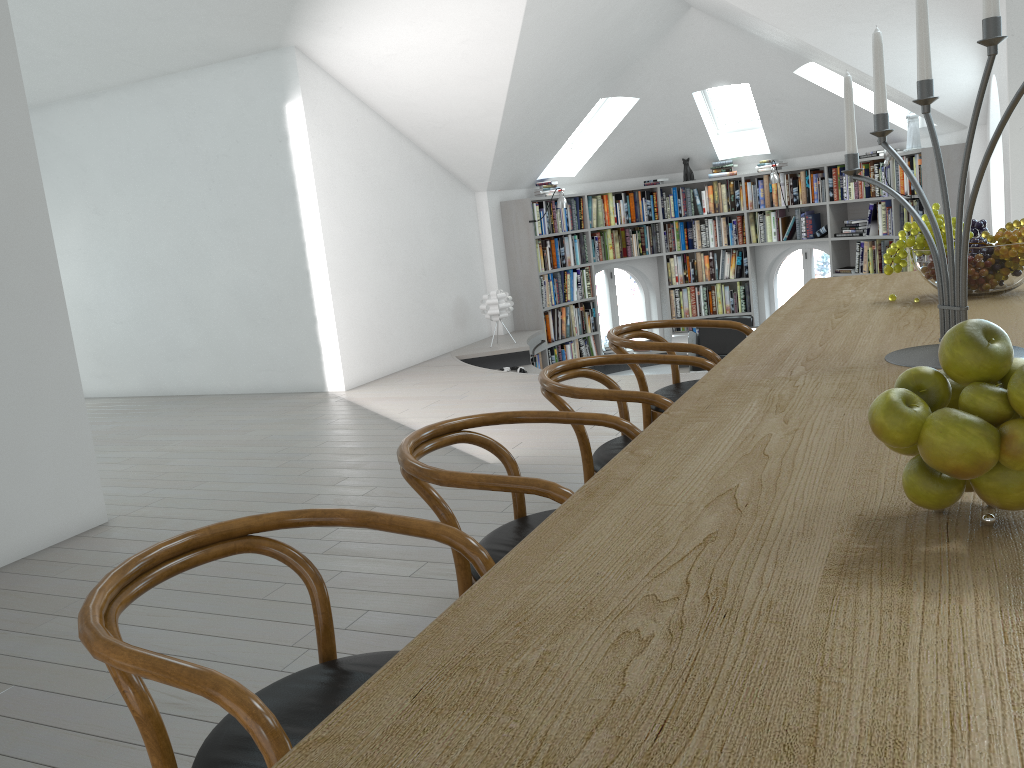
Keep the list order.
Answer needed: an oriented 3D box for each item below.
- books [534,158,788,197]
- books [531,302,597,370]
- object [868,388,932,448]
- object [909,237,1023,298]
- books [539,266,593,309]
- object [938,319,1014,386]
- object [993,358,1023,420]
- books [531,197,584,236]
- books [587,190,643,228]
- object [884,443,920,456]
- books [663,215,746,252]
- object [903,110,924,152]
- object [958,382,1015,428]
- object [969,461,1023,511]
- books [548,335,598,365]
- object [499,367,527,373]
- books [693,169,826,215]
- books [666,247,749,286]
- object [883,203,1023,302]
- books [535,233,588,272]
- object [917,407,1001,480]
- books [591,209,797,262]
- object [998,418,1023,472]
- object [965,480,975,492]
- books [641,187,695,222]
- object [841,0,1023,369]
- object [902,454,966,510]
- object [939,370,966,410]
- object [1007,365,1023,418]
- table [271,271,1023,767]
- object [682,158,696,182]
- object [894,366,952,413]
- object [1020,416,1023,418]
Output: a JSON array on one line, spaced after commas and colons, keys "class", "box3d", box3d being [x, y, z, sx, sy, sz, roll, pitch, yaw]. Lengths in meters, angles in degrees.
[{"class": "books", "box3d": [1.615, -2.315, 9.907, 2.814, 0.173, 0.751, -7, 10, -3]}, {"class": "books", "box3d": [0.394, -0.454, 9.547, 0.390, 0.692, 1.648, 0, 12, 36]}, {"class": "object", "box3d": [0.412, 0.036, 0.942, 0.063, 0.063, 0.062, -9, 10, -11]}, {"class": "object", "box3d": [1.349, -0.330, 2.565, 0.360, 0.159, 0.362, -6, 10, 6]}, {"class": "books", "box3d": [0.495, -1.051, 9.662, 0.261, 0.357, 1.024, 2, 13, 42]}, {"class": "object", "box3d": [0.498, -0.033, 0.953, 0.072, 0.074, 0.073, -2, 11, 26]}, {"class": "object", "box3d": [0.552, 0.006, 0.967, 0.066, 0.071, 0.073, -7, 10, -4]}, {"class": "books", "box3d": [0.390, -1.801, 9.569, 0.300, 0.359, 1.037, 2, 13, 41]}, {"class": "books", "box3d": [1.109, -1.983, 10.078, 0.794, 0.371, 0.270, -10, 10, -20]}, {"class": "object", "box3d": [0.455, 0.046, 1.015, 0.071, 0.072, 0.071, -8, 10, -9]}, {"class": "books", "box3d": [2.228, -1.745, 10.231, 1.027, 0.357, 0.302, -4, 10, 12]}, {"class": "object", "box3d": [3.684, -2.378, 8.144, 0.179, 0.470, 0.180, 0, 11, 35]}, {"class": "object", "box3d": [0.495, 0.022, 0.923, 0.053, 0.050, 0.053, -7, 10, -3]}, {"class": "object", "box3d": [0.527, 0.095, 0.939, 0.080, 0.073, 0.078, -10, 10, -19]}, {"class": "books", "box3d": [0.594, -0.337, 9.844, 0.283, 0.318, 0.922, 3, 14, 44]}, {"class": "object", "box3d": [0.007, -0.102, 7.813, 0.218, 0.082, 0.475, -9, 11, -11]}, {"class": "books", "box3d": [2.785, -2.137, 9.856, 1.565, 0.365, 0.395, 0, 12, 31]}, {"class": "books", "box3d": [2.263, -1.366, 10.249, 0.997, 0.350, 0.299, -5, 10, 10]}, {"class": "object", "box3d": [1.324, -0.394, 2.579, 0.394, 0.283, 0.293, -8, 10, -10]}, {"class": "books", "box3d": [0.436, -1.426, 9.651, 0.303, 0.346, 1.093, 2, 13, 41]}, {"class": "object", "box3d": [0.458, 0.060, 0.908, 0.076, 0.076, 0.077, -8, 10, -7]}, {"class": "books", "box3d": [1.999, -1.686, 10.089, 2.528, 0.369, 0.594, -5, 10, 7]}, {"class": "object", "box3d": [0.509, 0.061, 0.885, 0.051, 0.053, 0.053, -4, 10, 18]}, {"class": "object", "box3d": [0.517, 0.098, 1.007, 0.049, 0.050, 0.051, -1, 11, 29]}, {"class": "books", "box3d": [1.773, -2.074, 10.210, 0.682, 0.344, 0.266, -6, 10, 3]}, {"class": "object", "box3d": [0.853, -0.469, 1.666, 0.265, 0.871, 0.778, -7, 10, 0]}, {"class": "object", "box3d": [0.459, 0.105, 0.967, 0.063, 0.063, 0.064, 1, 12, 37]}, {"class": "object", "box3d": [0.512, 0.017, 1.028, 0.071, 0.063, 0.072, -3, 10, 19]}, {"class": "object", "box3d": [0.528, 0.009, 0.883, 0.062, 0.059, 0.062, -2, 11, 26]}, {"class": "table", "box3d": [1.010, 0.310, 1.947, 1.018, 0.795, 3.366, -2, 11, 26]}, {"class": "object", "box3d": [2.013, -2.441, 10.095, 0.147, 0.264, 0.203, -3, 10, 23]}, {"class": "object", "box3d": [0.452, 0.008, 0.976, 0.058, 0.057, 0.053, 2, 13, 40]}, {"class": "object", "box3d": [0.558, 0.045, 0.913, 0.062, 0.059, 0.062, -1, 11, 30]}]
